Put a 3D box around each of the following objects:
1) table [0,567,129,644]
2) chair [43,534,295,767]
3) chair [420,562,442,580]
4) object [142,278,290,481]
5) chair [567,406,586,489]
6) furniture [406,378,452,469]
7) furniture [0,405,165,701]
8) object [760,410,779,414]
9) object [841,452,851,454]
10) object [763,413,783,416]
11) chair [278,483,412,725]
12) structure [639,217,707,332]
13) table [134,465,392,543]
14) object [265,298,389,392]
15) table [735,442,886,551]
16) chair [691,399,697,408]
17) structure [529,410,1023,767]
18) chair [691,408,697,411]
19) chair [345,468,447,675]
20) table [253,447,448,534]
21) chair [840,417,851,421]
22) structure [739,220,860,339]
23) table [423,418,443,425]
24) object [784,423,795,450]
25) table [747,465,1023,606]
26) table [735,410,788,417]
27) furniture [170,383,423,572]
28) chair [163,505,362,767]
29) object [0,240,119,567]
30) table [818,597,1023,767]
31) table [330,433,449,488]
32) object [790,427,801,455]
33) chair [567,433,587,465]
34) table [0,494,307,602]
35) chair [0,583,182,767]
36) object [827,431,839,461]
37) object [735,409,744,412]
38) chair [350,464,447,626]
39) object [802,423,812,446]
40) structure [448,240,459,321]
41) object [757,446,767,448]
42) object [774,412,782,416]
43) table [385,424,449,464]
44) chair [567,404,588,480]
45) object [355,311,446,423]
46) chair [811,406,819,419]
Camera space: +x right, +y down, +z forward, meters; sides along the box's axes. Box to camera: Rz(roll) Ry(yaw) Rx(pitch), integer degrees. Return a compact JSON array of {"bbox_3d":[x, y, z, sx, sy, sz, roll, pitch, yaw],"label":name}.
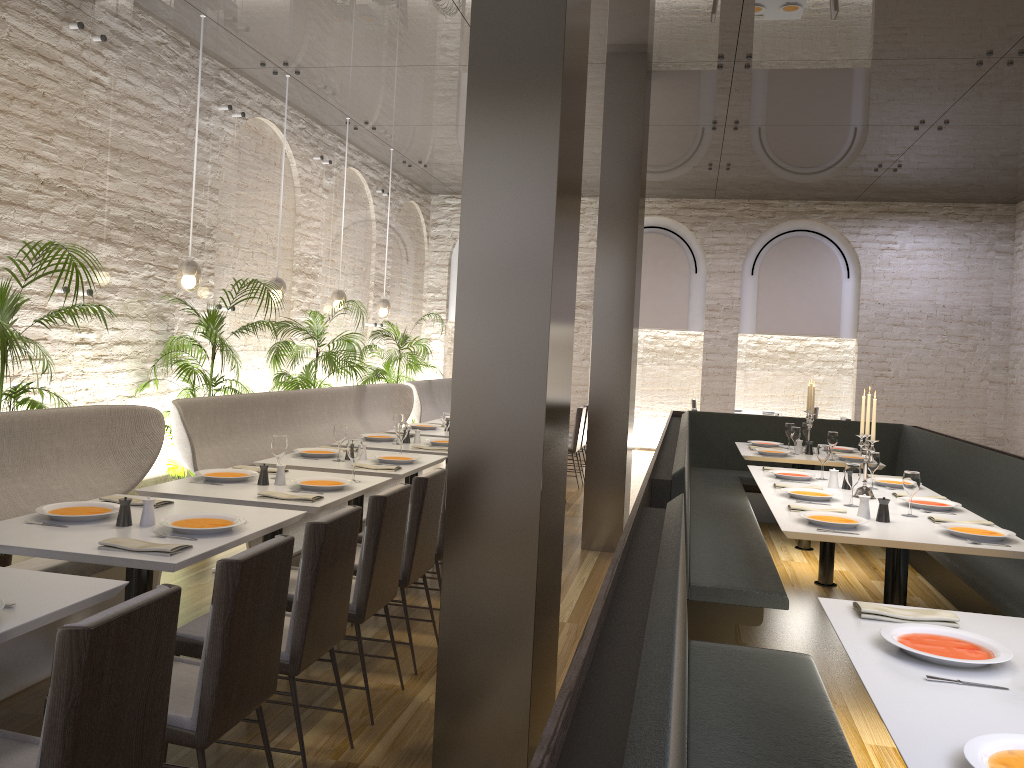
[{"bbox_3d":[-1.722,0.957,2.250,0.936,0.760,1.010,3,1,11],"label":"table"},{"bbox_3d":[-0.992,0.909,2.619,0.566,0.906,0.412,3,0,11],"label":"chair"},{"bbox_3d":[-0.420,0.832,5.447,0.566,0.906,0.412,3,0,11],"label":"chair"},{"bbox_3d":[-2.323,0.159,6.776,1.146,1.975,1.187,3,1,42],"label":"object"},{"bbox_3d":[0.540,0.703,10.192,0.566,0.906,0.412,3,0,11],"label":"chair"},{"bbox_3d":[-0.707,0.512,11.030,0.707,1.097,2.584,3,2,11],"label":"furniture"},{"bbox_3d":[-2.356,0.732,2.879,0.709,1.097,4.475,3,2,11],"label":"furniture"},{"bbox_3d":[3.929,0.432,13.465,0.321,0.036,0.322,1,3,-43],"label":"object"},{"bbox_3d":[2.890,0.600,7.770,0.181,0.015,0.038,3,2,13],"label":"object"},{"bbox_3d":[3.855,0.449,13.113,0.273,0.033,0.142,3,2,11],"label":"object"},{"bbox_3d":[-0.762,0.878,3.755,0.566,0.906,0.412,3,0,11],"label":"chair"},{"bbox_3d":[2.057,-1.647,13.156,1.634,1.675,0.098,3,0,11],"label":"structure"},{"bbox_3d":[-1.250,0.894,4.586,0.936,0.760,1.010,3,1,11],"label":"table"},{"bbox_3d":[-1.927,0.106,8.747,1.144,1.975,1.189,3,0,-38],"label":"object"},{"bbox_3d":[2.498,0.973,7.645,1.101,0.760,1.188,3,1,11],"label":"table"},{"bbox_3d":[3.021,0.702,13.642,0.566,0.906,0.412,3,0,11],"label":"chair"},{"bbox_3d":[1.705,0.963,3.593,2.372,1.000,10.748,3,2,11],"label":"structure"},{"bbox_3d":[2.487,0.774,11.005,0.566,0.906,0.412,3,0,11],"label":"chair"},{"bbox_3d":[-0.650,0.863,4.310,0.566,0.906,0.412,3,0,11],"label":"chair"},{"bbox_3d":[-1.019,0.863,5.727,0.936,0.760,1.010,3,1,11],"label":"table"},{"bbox_3d":[3.771,0.850,10.744,0.566,0.906,0.412,3,0,11],"label":"chair"},{"bbox_3d":[4.132,-1.523,12.735,1.634,1.675,0.098,3,0,11],"label":"structure"},{"bbox_3d":[-0.335,0.771,9.109,0.936,0.760,1.010,3,1,11],"label":"table"},{"bbox_3d":[2.479,0.466,7.920,0.086,0.231,0.086,3,0,-43],"label":"object"},{"bbox_3d":[1.991,1.041,5.140,1.101,0.760,2.538,3,2,11],"label":"table"},{"bbox_3d":[3.649,0.812,13.519,0.936,0.760,1.010,3,1,11],"label":"table"},{"bbox_3d":[-1.436,0.609,7.427,0.709,1.097,4.475,3,2,11],"label":"furniture"},{"bbox_3d":[-0.880,0.894,3.173,0.566,0.906,0.412,3,0,11],"label":"chair"},{"bbox_3d":[-2.742,0.215,4.706,1.146,1.975,1.187,3,1,42],"label":"object"},{"bbox_3d":[1.261,1.138,1.528,1.101,0.760,2.538,3,2,11],"label":"table"},{"bbox_3d":[-0.789,0.832,6.865,0.936,0.760,1.010,3,1,11],"label":"table"},{"bbox_3d":[2.389,0.478,7.474,0.086,0.231,0.086,3,0,-43],"label":"object"},{"bbox_3d":[0.766,0.673,11.308,0.566,0.906,0.412,3,0,11],"label":"chair"},{"bbox_3d":[-1.474,0.924,3.476,0.936,0.760,1.010,3,1,11],"label":"table"},{"bbox_3d":[-1.115,0.925,2.014,0.566,0.906,0.412,3,0,11],"label":"chair"},{"bbox_3d":[2.583,0.501,7.142,0.086,0.231,0.086,3,0,-43],"label":"object"},{"bbox_3d":[3.403,0.401,13.574,0.321,0.036,0.322,1,3,-43],"label":"object"},{"bbox_3d":[-0.538,0.848,4.865,0.566,0.906,0.412,3,0,11],"label":"chair"},{"bbox_3d":[2.680,0.471,8.070,0.086,0.231,0.086,3,0,-19],"label":"object"},{"bbox_3d":[-0.156,-1.778,13.605,1.634,1.675,0.098,3,0,11],"label":"structure"},{"bbox_3d":[2.265,0.565,7.902,0.185,0.010,0.017,3,2,12],"label":"object"},{"bbox_3d":[2.877,0.424,9.598,0.086,0.231,0.086,3,0,41],"label":"object"},{"bbox_3d":[-0.557,0.801,8.013,0.936,0.760,1.010,3,1,11],"label":"table"},{"bbox_3d":[0.651,0.689,10.742,0.566,0.906,0.412,3,0,11],"label":"chair"},{"bbox_3d":[-1.423,0.041,11.158,1.145,1.975,1.189,3,0,-8],"label":"object"},{"bbox_3d":[4.305,0.778,13.381,0.566,0.906,0.412,3,0,11],"label":"chair"}]
